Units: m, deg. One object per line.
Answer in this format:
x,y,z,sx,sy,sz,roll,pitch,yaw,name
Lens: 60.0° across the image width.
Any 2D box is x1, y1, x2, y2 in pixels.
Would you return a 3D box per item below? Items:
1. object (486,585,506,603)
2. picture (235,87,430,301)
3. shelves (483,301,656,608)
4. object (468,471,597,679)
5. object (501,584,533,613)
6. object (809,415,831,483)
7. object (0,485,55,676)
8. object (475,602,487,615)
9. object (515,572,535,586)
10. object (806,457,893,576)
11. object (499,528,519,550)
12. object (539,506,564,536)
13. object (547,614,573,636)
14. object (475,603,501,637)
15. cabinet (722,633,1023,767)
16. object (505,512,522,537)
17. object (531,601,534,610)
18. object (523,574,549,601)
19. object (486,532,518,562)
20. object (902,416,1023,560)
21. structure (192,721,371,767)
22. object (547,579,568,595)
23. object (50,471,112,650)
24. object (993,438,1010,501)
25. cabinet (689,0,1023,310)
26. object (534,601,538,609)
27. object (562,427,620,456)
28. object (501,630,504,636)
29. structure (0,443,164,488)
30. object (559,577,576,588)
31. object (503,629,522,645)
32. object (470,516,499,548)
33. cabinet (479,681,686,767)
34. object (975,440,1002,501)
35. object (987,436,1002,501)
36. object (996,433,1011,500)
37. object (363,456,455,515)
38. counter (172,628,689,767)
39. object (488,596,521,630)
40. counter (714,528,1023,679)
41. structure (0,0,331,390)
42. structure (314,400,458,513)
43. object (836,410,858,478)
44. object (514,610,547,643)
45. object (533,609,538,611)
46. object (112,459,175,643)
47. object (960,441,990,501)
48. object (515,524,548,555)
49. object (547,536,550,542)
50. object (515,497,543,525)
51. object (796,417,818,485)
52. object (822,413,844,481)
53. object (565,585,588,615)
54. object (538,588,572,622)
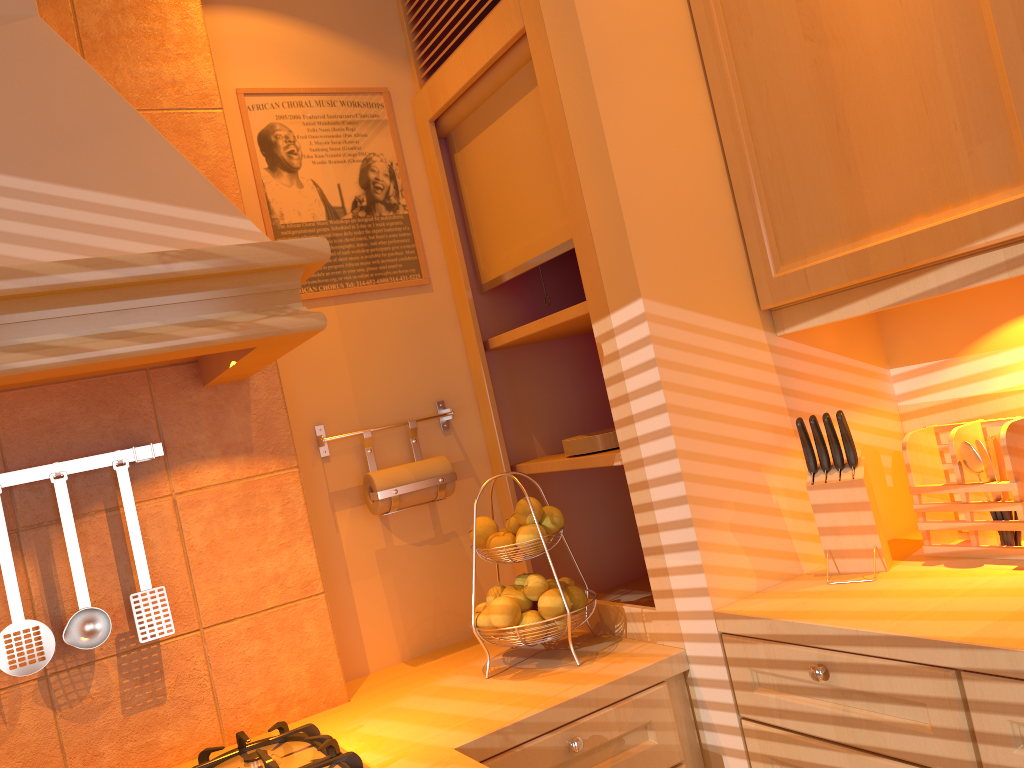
-0.023,0.434,1.788,0.055,0.058,0.056,-13,-2,6,object
-0.407,-0.450,2.057,0.366,0.491,0.007,-11,-2,-30,picture
0.366,0.155,2.048,0.582,0.702,0.600,-11,-2,-30,shelves
0.022,0.363,1.783,0.265,0.376,0.265,-13,-2,19,object
0.010,0.424,1.736,0.063,0.061,0.063,-14,-2,34,object
0.567,0.185,1.584,0.019,0.265,0.038,-14,-3,43,object
-0.833,0.325,1.474,0.090,0.320,0.017,-11,-2,-30,object
-0.051,0.473,1.804,0.056,0.057,0.053,-14,-2,37,object
0.031,0.401,1.783,0.051,0.048,0.050,-13,-2,4,object
0.600,0.237,1.584,0.100,0.200,0.070,-14,-2,34,object
-0.008,0.324,1.825,0.057,0.056,0.051,-13,-2,20,object
0.076,0.274,1.775,0.058,0.060,0.057,-12,-2,-9,object
0.088,0.464,1.742,0.063,0.061,0.064,-14,-2,38,object
-0.045,0.462,1.738,0.063,0.063,0.063,-12,-2,-18,object
1.336,0.245,0.379,0.625,1.700,3.000,-11,-2,-30,cabinet
0.010,0.283,1.795,0.050,0.051,0.051,-12,-2,-6,object
0.020,0.447,1.797,0.047,0.052,0.051,-11,-2,-33,object
0.046,0.395,1.721,0.049,0.052,0.050,-12,-2,-22,object
-0.019,0.325,1.768,0.064,0.058,0.063,-13,-2,26,object
0.806,0.179,1.531,0.103,0.221,0.200,-11,-2,-30,object
-0.605,0.652,1.247,0.797,0.051,0.494,-11,-2,-30,structure
0.081,0.420,1.776,0.057,0.059,0.058,-13,-2,24,object
-0.761,0.305,1.537,0.077,0.309,0.037,-11,-2,-30,object
0.815,0.185,1.468,0.018,0.196,0.022,-12,-2,-25,object
0.965,-0.637,1.004,0.332,0.712,1.792,-11,-2,-30,cabinet
0.050,0.434,1.826,0.059,0.055,0.058,-12,-2,-22,object
0.224,0.122,1.978,0.222,0.039,0.222,-12,-2,-13,object
-0.002,0.494,1.801,0.046,0.043,0.047,-13,-2,20,object
-0.858,0.163,1.504,0.506,0.024,0.009,-11,-2,-30,structure
0.112,0.427,1.850,0.045,0.047,0.046,-13,-2,16,object
0.009,0.486,1.750,0.052,0.056,0.057,-13,-2,23,object
-0.057,0.302,1.808,0.061,0.064,0.063,-12,-2,-20,object
-0.299,1.077,1.222,2.850,0.840,1.141,-11,-2,-30,cabinet
0.806,0.187,1.474,0.020,0.196,0.017,-12,-2,-4,object
0.821,0.184,1.490,0.023,0.196,0.018,-12,-2,-25,object
0.837,0.178,1.496,0.042,0.192,0.040,-13,-2,20,object
-0.228,0.224,1.967,0.186,0.094,0.096,-11,-2,-29,object
-0.738,0.725,1.248,2.250,0.038,0.770,-11,-2,-30,counter
-0.013,0.435,1.685,0.056,0.063,0.065,-14,-2,36,object
1.040,0.238,0.908,0.600,0.038,1.800,-11,-2,-30,counter
0.423,-0.757,0.422,4.091,1.148,1.061,-14,-2,34,structure
-0.247,0.165,1.980,0.320,0.220,0.126,-11,-2,-30,structure
0.605,0.175,1.557,0.019,0.265,0.037,-14,-3,43,object
0.036,0.465,1.700,0.064,0.062,0.064,-11,-3,-43,object
0.025,0.476,1.850,0.059,0.058,0.059,-13,-2,7,object
-0.662,0.292,1.572,0.061,0.323,0.020,-11,-2,-30,object
0.791,0.187,1.482,0.042,0.192,0.040,-13,-2,21,object
0.039,0.304,1.742,0.064,0.063,0.063,-12,-2,-13,object
0.048,0.311,1.804,0.058,0.059,0.058,-13,-2,1,object
0.034,0.253,1.755,0.055,0.059,0.058,-13,-2,16,object
0.549,0.189,1.595,0.019,0.265,0.037,-13,-2,24,object
0.586,0.180,1.571,0.019,0.265,0.038,-14,-3,43,object
0.124,0.440,1.805,0.059,0.059,0.058,-13,-2,14,object
0.081,0.421,1.692,0.063,0.060,0.064,-12,-2,-15,object
